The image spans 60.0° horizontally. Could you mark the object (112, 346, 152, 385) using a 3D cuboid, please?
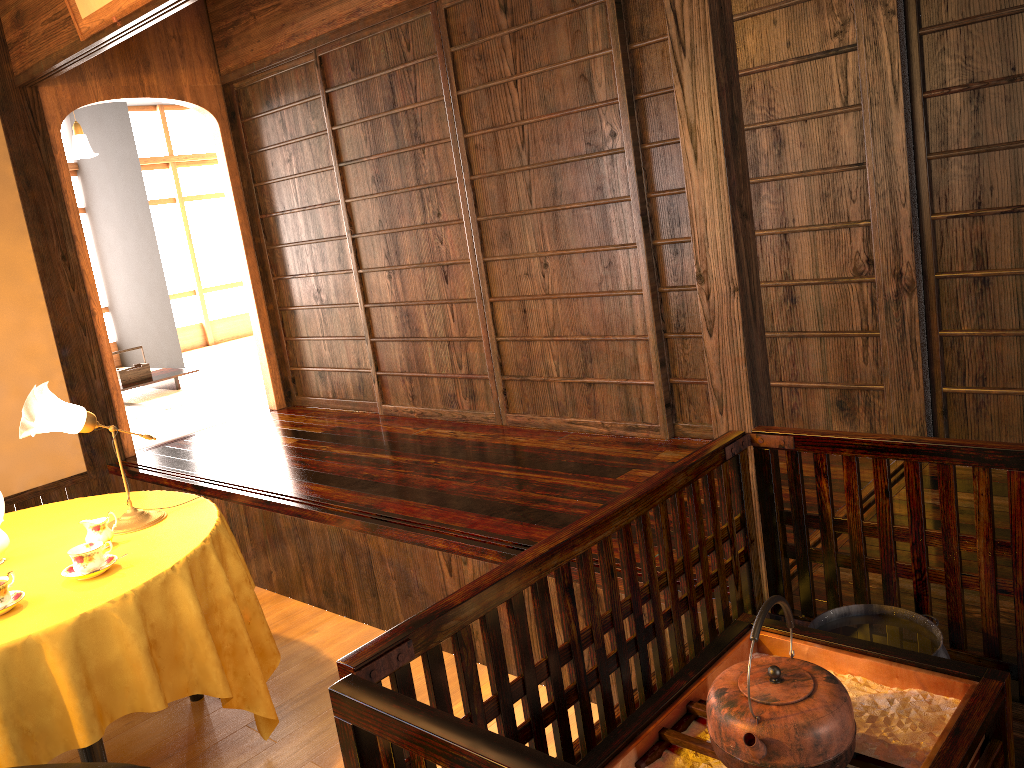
[{"bbox_3d":[-3.043,-0.150,7.053,0.150,0.257,0.261,1,15,43],"label":"object"}]

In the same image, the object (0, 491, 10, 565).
[{"bbox_3d":[-1.573,0.414,2.611,0.164,0.251,0.154,-16,13,-32],"label":"object"}]

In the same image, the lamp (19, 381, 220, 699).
[{"bbox_3d":[-1.182,0.532,2.840,0.198,1.197,0.514,1,14,43],"label":"lamp"}]

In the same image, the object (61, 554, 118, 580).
[{"bbox_3d":[-1.150,0.506,2.420,0.144,0.024,0.145,-8,12,4],"label":"object"}]

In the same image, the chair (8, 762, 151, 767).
[{"bbox_3d":[-1.048,0.879,1.684,0.490,0.955,0.581,-7,11,9],"label":"chair"}]

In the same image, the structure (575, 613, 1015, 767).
[{"bbox_3d":[0.378,0.639,1.234,0.453,0.298,0.669,2,16,43],"label":"structure"}]

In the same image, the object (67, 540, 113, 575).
[{"bbox_3d":[-1.151,0.475,2.412,0.099,0.075,0.091,-3,13,28],"label":"object"}]

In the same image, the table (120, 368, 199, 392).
[{"bbox_3d":[-3.140,0.079,6.952,0.600,0.117,1.206,2,16,43],"label":"table"}]

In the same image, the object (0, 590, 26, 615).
[{"bbox_3d":[-1.311,0.567,2.248,0.144,0.024,0.145,-8,12,4],"label":"object"}]

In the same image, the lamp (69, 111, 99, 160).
[{"bbox_3d":[-3.338,-2.118,6.722,0.197,0.794,0.225,-17,13,-37],"label":"lamp"}]

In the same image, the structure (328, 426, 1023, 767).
[{"bbox_3d":[0.380,0.492,1.446,0.598,0.497,1.203,2,15,43],"label":"structure"}]

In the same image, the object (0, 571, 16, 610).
[{"bbox_3d":[-1.312,0.535,2.244,0.099,0.075,0.090,-13,12,-21],"label":"object"}]

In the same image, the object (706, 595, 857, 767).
[{"bbox_3d":[0.359,0.401,1.211,0.198,0.215,0.199,-10,11,-7],"label":"object"}]

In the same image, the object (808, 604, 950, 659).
[{"bbox_3d":[0.686,0.538,1.670,0.266,0.146,0.268,-7,11,10],"label":"object"}]

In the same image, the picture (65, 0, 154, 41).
[{"bbox_3d":[-1.201,-1.723,3.082,2.044,0.562,0.118,2,15,43],"label":"picture"}]

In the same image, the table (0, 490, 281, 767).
[{"bbox_3d":[-1.477,0.878,2.650,1.443,0.692,1.451,2,16,43],"label":"table"}]

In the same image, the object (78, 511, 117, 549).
[{"bbox_3d":[-1.225,0.437,2.629,0.078,0.097,0.084,-6,11,13],"label":"object"}]

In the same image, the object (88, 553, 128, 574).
[{"bbox_3d":[-1.101,0.492,2.407,0.126,0.019,0.029,-19,15,-42],"label":"object"}]
